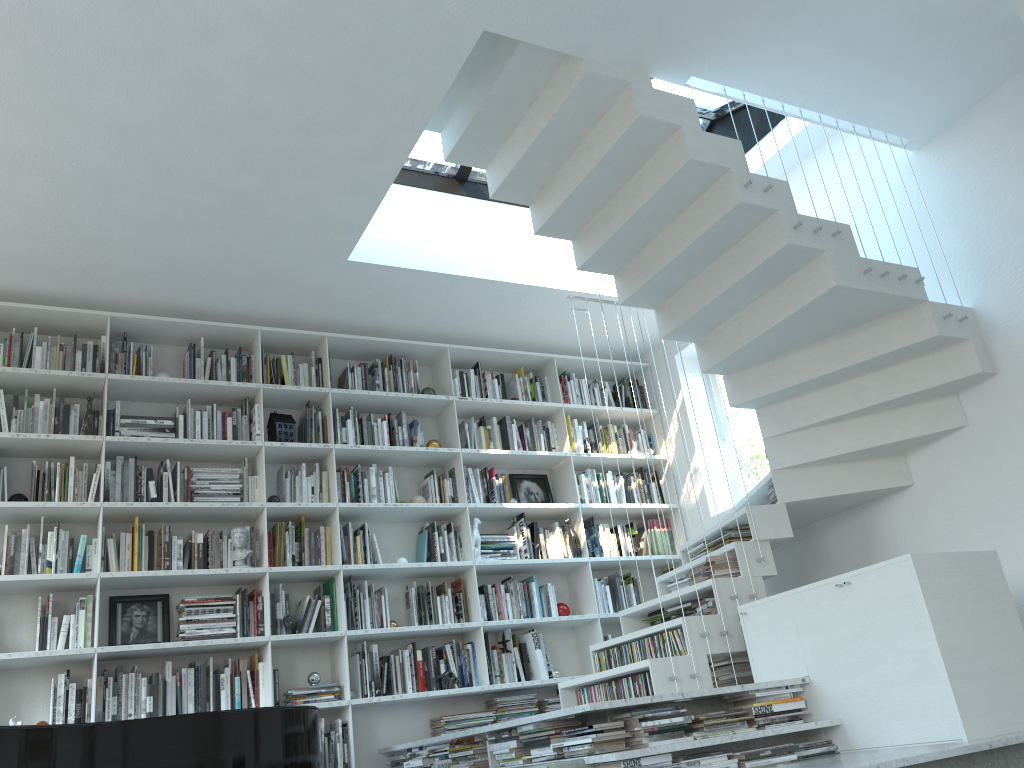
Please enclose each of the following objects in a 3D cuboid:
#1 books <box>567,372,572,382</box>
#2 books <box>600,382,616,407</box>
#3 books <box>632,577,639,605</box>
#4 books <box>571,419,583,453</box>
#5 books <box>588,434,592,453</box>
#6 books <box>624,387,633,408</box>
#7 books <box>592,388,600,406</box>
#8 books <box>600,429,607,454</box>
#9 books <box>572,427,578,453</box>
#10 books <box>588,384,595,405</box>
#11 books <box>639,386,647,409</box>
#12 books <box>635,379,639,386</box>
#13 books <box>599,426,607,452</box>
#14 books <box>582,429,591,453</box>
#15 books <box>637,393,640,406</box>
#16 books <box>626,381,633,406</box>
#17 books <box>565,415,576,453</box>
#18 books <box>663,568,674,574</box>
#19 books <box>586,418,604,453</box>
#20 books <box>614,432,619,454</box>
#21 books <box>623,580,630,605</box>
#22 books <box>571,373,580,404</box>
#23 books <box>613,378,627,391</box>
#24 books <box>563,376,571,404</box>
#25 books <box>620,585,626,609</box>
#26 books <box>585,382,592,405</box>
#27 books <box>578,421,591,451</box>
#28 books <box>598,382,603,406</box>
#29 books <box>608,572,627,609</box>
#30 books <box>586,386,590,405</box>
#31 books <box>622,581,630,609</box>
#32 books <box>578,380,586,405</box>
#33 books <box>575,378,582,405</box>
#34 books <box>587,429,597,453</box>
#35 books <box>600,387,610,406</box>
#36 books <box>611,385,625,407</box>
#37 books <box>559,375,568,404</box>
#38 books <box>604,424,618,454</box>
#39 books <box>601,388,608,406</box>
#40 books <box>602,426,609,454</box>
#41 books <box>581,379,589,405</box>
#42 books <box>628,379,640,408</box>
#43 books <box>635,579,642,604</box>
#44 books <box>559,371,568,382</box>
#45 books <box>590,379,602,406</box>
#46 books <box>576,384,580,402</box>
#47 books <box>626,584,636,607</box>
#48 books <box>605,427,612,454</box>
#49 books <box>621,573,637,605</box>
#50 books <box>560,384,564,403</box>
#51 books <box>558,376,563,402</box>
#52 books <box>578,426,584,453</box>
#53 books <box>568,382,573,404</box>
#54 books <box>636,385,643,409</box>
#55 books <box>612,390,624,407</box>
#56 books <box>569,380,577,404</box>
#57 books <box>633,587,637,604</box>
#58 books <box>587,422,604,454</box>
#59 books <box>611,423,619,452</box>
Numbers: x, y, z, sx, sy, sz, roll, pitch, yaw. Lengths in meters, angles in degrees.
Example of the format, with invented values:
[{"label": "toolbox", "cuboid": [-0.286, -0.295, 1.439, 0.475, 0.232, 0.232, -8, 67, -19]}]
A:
[{"label": "books", "cuboid": [0.417, 0.090, 6.586, 0.012, 0.325, 0.152, 4, -25, -28]}, {"label": "books", "cuboid": [0.721, 0.136, 6.741, 0.069, 0.276, 0.132, 4, -25, -28]}, {"label": "books", "cuboid": [0.822, 1.480, 6.132, 0.012, 0.253, 0.161, 4, -25, -28]}, {"label": "books", "cuboid": [0.424, 0.405, 6.305, 0.026, 0.262, 0.190, 4, -25, -28]}, {"label": "books", "cuboid": [0.513, 0.468, 6.402, 0.038, 0.198, 0.171, 4, -25, -28]}, {"label": "books", "cuboid": [0.855, 0.161, 6.768, 0.012, 0.215, 0.193, 4, -25, -28]}, {"label": "books", "cuboid": [0.604, 0.155, 6.653, 0.026, 0.207, 0.163, 4, -25, -28]}, {"label": "books", "cuboid": [0.617, 0.453, 6.413, 0.014, 0.205, 0.184, 4, -25, -28]}, {"label": "books", "cuboid": [0.403, 0.434, 6.290, 0.024, 0.204, 0.166, 4, -25, -28]}, {"label": "books", "cuboid": [0.568, 0.138, 6.637, 0.025, 0.236, 0.144, 4, -25, -28]}, {"label": "books", "cuboid": [0.967, 0.160, 6.833, 0.025, 0.236, 0.188, 4, -25, -28]}, {"label": "books", "cuboid": [0.965, 0.137, 6.882, 0.014, 0.317, 0.144, 4, -25, -28]}, {"label": "books", "cuboid": [0.628, 0.440, 6.433, 0.022, 0.241, 0.145, 4, -25, -28]}, {"label": "books", "cuboid": [0.491, 0.444, 6.331, 0.024, 0.193, 0.190, 4, -25, -28]}, {"label": "books", "cuboid": [0.927, 0.186, 6.810, 0.036, 0.182, 0.162, 4, -25, -28]}, {"label": "books", "cuboid": [0.879, 0.140, 6.826, 0.012, 0.291, 0.140, 4, -25, -28]}, {"label": "books", "cuboid": [0.382, 0.392, 6.298, 0.010, 0.293, 0.183, 4, -25, -28]}, {"label": "books", "cuboid": [1.153, 1.481, 6.331, 0.013, 0.314, 0.130, 4, -25, -28]}, {"label": "books", "cuboid": [0.597, 0.409, 6.419, 0.022, 0.295, 0.152, 4, -25, -28]}, {"label": "books", "cuboid": [0.719, 0.484, 6.540, 0.023, 0.219, 0.172, 4, -25, -28]}, {"label": "books", "cuboid": [0.754, 1.484, 6.101, 0.027, 0.241, 0.132, 4, -25, -28]}, {"label": "books", "cuboid": [0.435, 0.094, 6.576, 0.012, 0.305, 0.185, 4, -25, -28]}, {"label": "books", "cuboid": [0.849, 0.126, 6.810, 0.014, 0.312, 0.162, 4, -25, -28]}, {"label": "books", "cuboid": [0.372, 0.101, 6.521, 0.012, 0.268, 0.185, 4, -25, -28]}, {"label": "books", "cuboid": [0.714, 1.495, 6.060, 0.027, 0.200, 0.164, 4, -25, -28]}, {"label": "books", "cuboid": [0.540, 0.133, 6.634, 0.027, 0.248, 0.155, 4, -25, -28]}, {"label": "books", "cuboid": [0.501, 0.420, 6.367, 0.023, 0.262, 0.159, 4, -25, -28]}, {"label": "books", "cuboid": [0.635, 0.133, 6.684, 0.015, 0.262, 0.144, 4, -25, -28]}, {"label": "books", "cuboid": [0.725, 1.453, 6.087, 0.013, 0.295, 0.142, 4, -25, -28]}, {"label": "books", "cuboid": [0.529, 0.134, 6.615, 0.011, 0.235, 0.149, 4, -25, -28]}, {"label": "books", "cuboid": [0.744, 1.481, 6.077, 0.014, 0.229, 0.173, 4, -25, -28]}, {"label": "books", "cuboid": [0.487, 0.121, 6.599, 0.022, 0.258, 0.164, 4, -25, -28]}, {"label": "books", "cuboid": [0.462, 0.114, 6.594, 0.027, 0.274, 0.149, 4, -25, -28]}, {"label": "books", "cuboid": [0.556, 0.451, 6.392, 0.025, 0.210, 0.135, 4, -25, -28]}, {"label": "books", "cuboid": [0.694, 0.154, 6.720, 0.010, 0.234, 0.132, 4, -25, -28]}, {"label": "books", "cuboid": [0.809, 0.152, 6.770, 0.068, 0.246, 0.161, 4, -25, -28]}, {"label": "books", "cuboid": [0.353, 0.097, 6.529, 0.013, 0.285, 0.151, 4, -25, -28]}, {"label": "books", "cuboid": [0.672, 0.449, 6.470, 0.042, 0.241, 0.248, 4, -25, -28]}, {"label": "books", "cuboid": [0.672, 0.157, 6.689, 0.057, 0.211, 0.163, 4, -25, -28]}, {"label": "books", "cuboid": [0.643, 0.443, 6.440, 0.012, 0.236, 0.166, 4, -25, -28]}, {"label": "books", "cuboid": [0.509, 0.121, 6.612, 0.029, 0.263, 0.179, 4, -25, -28]}, {"label": "books", "cuboid": [0.905, 0.131, 6.806, 0.014, 0.285, 0.190, 4, -25, -28]}, {"label": "books", "cuboid": [0.836, 1.486, 6.132, 0.013, 0.239, 0.167, 4, -25, -28]}, {"label": "books", "cuboid": [0.386, 0.084, 6.569, 0.014, 0.330, 0.143, 4, -25, -28]}, {"label": "books", "cuboid": [0.620, 0.124, 6.686, 0.012, 0.284, 0.160, 4, -25, -28]}, {"label": "books", "cuboid": [0.446, 0.119, 6.580, 0.014, 0.259, 0.168, 4, -25, -28]}, {"label": "books", "cuboid": [0.790, 1.491, 6.083, 0.021, 0.204, 0.175, 4, -25, -28]}, {"label": "books", "cuboid": [0.659, 0.447, 6.435, 0.013, 0.221, 0.175, 4, -25, -28]}, {"label": "books", "cuboid": [0.795, 1.459, 6.112, 0.011, 0.283, 0.161, 4, -25, -28]}, {"label": "books", "cuboid": [0.334, 0.131, 6.520, 0.025, 0.222, 0.137, 4, -25, -28]}, {"label": "books", "cuboid": [0.315, 0.101, 6.510, 0.022, 0.274, 0.160, 4, -25, -28]}, {"label": "books", "cuboid": [0.455, 0.430, 6.324, 0.049, 0.223, 0.162, 4, -25, -28]}, {"label": "books", "cuboid": [0.388, 0.121, 6.525, 0.022, 0.228, 0.175, 4, -25, -28]}, {"label": "books", "cuboid": [0.943, 0.159, 6.836, 0.014, 0.247, 0.185, 4, -25, -28]}, {"label": "books", "cuboid": [0.780, 0.167, 6.726, 0.024, 0.192, 0.187, 4, -25, -28]}, {"label": "books", "cuboid": [0.415, 0.120, 6.550, 0.023, 0.242, 0.183, 4, -25, -28]}, {"label": "books", "cuboid": [0.806, 1.485, 6.115, 0.014, 0.236, 0.147, 4, -25, -28]}, {"label": "books", "cuboid": [0.582, 0.425, 6.396, 0.023, 0.252, 0.190, 4, -25, -28]}, {"label": "books", "cuboid": [0.726, 0.454, 6.568, 0.010, 0.294, 0.166, 4, -25, -28]}]
